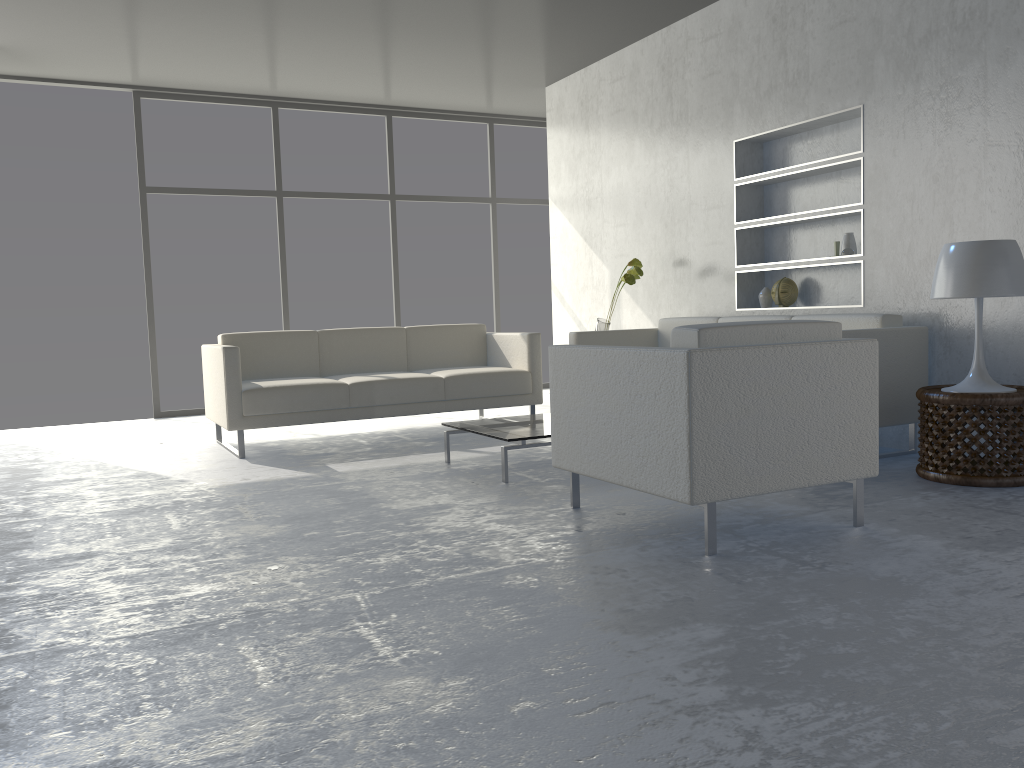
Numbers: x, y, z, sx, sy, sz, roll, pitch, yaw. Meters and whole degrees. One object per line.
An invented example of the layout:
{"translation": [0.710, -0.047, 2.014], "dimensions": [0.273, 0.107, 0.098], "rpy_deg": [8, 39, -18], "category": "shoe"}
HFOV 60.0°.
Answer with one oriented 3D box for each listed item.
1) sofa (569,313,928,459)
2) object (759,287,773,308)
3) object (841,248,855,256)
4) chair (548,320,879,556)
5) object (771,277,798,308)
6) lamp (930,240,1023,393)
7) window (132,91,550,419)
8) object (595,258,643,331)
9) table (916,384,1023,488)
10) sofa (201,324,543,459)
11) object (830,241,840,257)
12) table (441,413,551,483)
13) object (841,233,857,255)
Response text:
{"translation": [1.123, -0.027, 4.719], "dimensions": [0.821, 0.658, 1.881], "rpy_deg": [-4, 5, -27], "category": "sofa"}
{"translation": [1.482, -0.500, 5.170], "dimensions": [0.086, 0.128, 0.086], "rpy_deg": [-3, 5, -16], "category": "object"}
{"translation": [1.719, -0.671, 4.536], "dimensions": [0.064, 0.050, 0.064], "rpy_deg": [-4, 5, -21], "category": "object"}
{"translation": [0.644, 0.121, 2.999], "dimensions": [0.748, 0.662, 0.821], "rpy_deg": [-4, 5, -27], "category": "chair"}
{"translation": [1.526, -0.516, 5.023], "dimensions": [0.088, 0.179, 0.163], "rpy_deg": [-5, 6, -37], "category": "object"}
{"translation": [1.835, -0.263, 3.486], "dimensions": [0.347, 0.582, 0.347], "rpy_deg": [1, 5, 32], "category": "lamp"}
{"translation": [-0.986, -1.098, 7.661], "dimensions": [4.080, 2.477, 0.037], "rpy_deg": [-4, 5, -27], "category": "window"}
{"translation": [0.673, -0.282, 5.682], "dimensions": [0.387, 1.051, 0.400], "rpy_deg": [-2, 4, 1], "category": "object"}
{"translation": [1.851, 0.196, 3.520], "dimensions": [0.452, 0.358, 0.452], "rpy_deg": [2, 6, 38], "category": "table"}
{"translation": [-0.826, -0.013, 5.376], "dimensions": [1.881, 0.658, 0.821], "rpy_deg": [-4, 5, -27], "category": "sofa"}
{"translation": [1.715, -0.704, 4.678], "dimensions": [0.074, 0.094, 0.074], "rpy_deg": [0, 5, 27], "category": "object"}
{"translation": [0.164, 0.280, 4.204], "dimensions": [0.773, 0.190, 0.730], "rpy_deg": [-4, 5, -27], "category": "table"}
{"translation": [1.747, -0.718, 4.599], "dimensions": [0.079, 0.130, 0.079], "rpy_deg": [-4, 5, -29], "category": "object"}
